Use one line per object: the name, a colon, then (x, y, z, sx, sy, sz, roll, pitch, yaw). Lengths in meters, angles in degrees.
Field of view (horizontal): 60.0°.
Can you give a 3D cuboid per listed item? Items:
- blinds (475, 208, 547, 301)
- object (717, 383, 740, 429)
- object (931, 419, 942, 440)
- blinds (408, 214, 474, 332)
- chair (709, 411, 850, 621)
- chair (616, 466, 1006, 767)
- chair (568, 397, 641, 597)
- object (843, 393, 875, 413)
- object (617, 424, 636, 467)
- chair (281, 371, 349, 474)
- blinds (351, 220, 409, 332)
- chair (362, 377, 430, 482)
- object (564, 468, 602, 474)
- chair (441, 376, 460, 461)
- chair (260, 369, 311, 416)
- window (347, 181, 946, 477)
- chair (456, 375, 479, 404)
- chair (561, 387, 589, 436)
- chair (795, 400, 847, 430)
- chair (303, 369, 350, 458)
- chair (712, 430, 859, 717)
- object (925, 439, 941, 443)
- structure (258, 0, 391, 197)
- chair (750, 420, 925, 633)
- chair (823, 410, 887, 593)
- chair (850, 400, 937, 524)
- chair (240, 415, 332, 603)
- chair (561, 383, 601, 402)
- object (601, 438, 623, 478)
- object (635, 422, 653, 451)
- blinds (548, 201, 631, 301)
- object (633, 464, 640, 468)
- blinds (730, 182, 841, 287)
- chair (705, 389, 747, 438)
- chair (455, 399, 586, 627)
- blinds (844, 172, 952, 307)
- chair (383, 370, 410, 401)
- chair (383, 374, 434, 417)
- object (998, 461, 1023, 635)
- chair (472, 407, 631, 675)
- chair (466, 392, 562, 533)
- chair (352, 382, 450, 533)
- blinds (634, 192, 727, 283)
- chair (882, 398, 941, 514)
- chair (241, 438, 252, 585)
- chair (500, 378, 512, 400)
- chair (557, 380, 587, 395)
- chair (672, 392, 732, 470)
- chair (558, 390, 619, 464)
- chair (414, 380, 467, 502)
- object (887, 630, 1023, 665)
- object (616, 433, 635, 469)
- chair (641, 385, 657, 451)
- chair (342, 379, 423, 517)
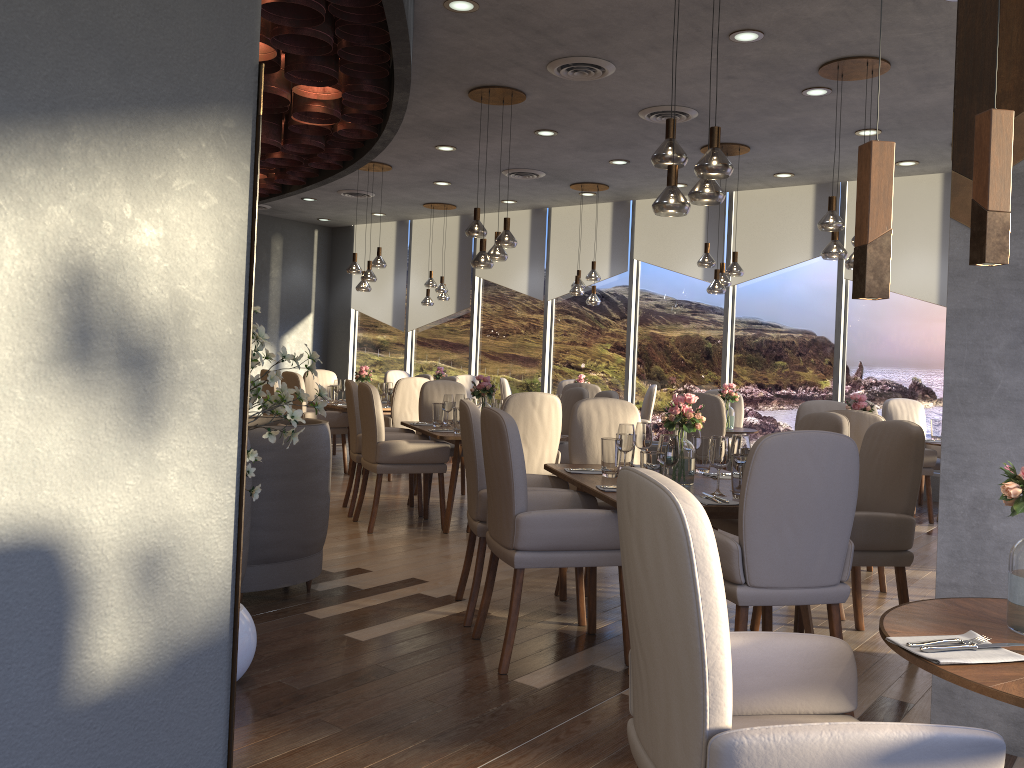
blinds: (-0.001, -2.443, 11.909, 1.174, 2.681, 0.007, 2, 0, 38)
object: (1.940, 0.197, 7.969, 0.210, 0.416, 0.198, 2, 0, 10)
object: (3.686, 0.397, 7.695, 0.102, 0.178, 0.102, 2, 0, -35)
blinds: (-1.008, -2.069, 12.669, 1.174, 2.681, 0.007, 2, 0, 38)
chair: (1.330, 0.631, 4.453, 0.599, 1.000, 0.528, 2, 0, -14)
chair: (0.492, 0.665, 1.659, 0.599, 1.000, 0.528, 2, 0, -9)
chair: (0.560, 0.588, 4.857, 0.528, 1.000, 0.600, 2, 0, -9)
object: (2.258, 0.266, 5.781, 0.210, 0.416, 0.198, 2, 0, -5)
object: (0.541, 0.313, 4.222, 0.092, 0.244, 0.092, 2, 0, 33)
chair: (-1.976, 0.379, 8.795, 0.599, 1.000, 0.528, 2, 0, -40)
blinds: (-1.997, -2.130, 13.433, 1.174, 2.681, 0.007, 2, 0, 38)
chair: (-1.117, 0.418, 8.724, 0.528, 1.000, 0.600, 2, 0, -39)
object: (0.386, 0.418, 4.293, 0.255, 0.019, 0.157, 2, 1, -9)
chair: (-0.906, 0.406, 9.558, 0.599, 1.000, 0.528, 2, 0, -33)
chair: (-2.322, 0.353, 9.247, 0.599, 1.000, 0.528, 2, 0, -33)
window: (2.484, -0.719, 6.442, 8.058, 3.199, 16.127, 2, 1, -7)
chair: (-0.752, 0.371, 11.221, 0.528, 1.000, 0.600, 2, 0, -38)
chair: (0.281, 0.517, 7.167, 0.599, 1.000, 0.528, 2, 0, -21)
chair: (2.243, 0.623, 6.311, 0.528, 1.000, 0.599, 2, 0, 14)
chair: (-2.109, 0.342, 10.068, 0.528, 1.000, 0.600, 2, 0, -33)
chair: (0.916, 0.644, 3.241, 0.528, 1.000, 0.600, 2, 0, -14)
object: (3.541, 0.477, 7.463, 0.255, 0.019, 0.157, 2, 1, -6)
structure: (-2.513, -2.162, 6.859, 2.753, 0.557, 9.459, 2, 2, -23)
chair: (1.439, 0.650, 3.898, 0.599, 1.000, 0.528, 2, 0, -9)
chair: (1.932, 0.638, 5.192, 0.528, 1.000, 0.599, 2, 0, 15)
chair: (3.175, 0.634, 7.479, 0.599, 1.000, 0.528, 2, 0, -6)
chair: (-1.225, 0.601, 4.475, 0.595, 0.837, 0.775, 2, 0, -33)
chair: (0.705, 0.481, 9.354, 0.528, 1.000, 0.600, 2, 0, 1)
object: (0.463, 0.345, 4.144, 0.102, 0.178, 0.102, 2, 0, 27)
object: (0.649, 0.314, 4.390, 0.092, 0.244, 0.092, 2, 0, 40)
blinds: (0.986, -2.381, 11.147, 1.174, 2.681, 0.007, 2, 0, 38)
object: (0.719, 0.426, 4.538, 0.157, 0.019, 0.255, 2, 1, -8)
blinds: (2.978, -2.402, 9.614, 1.174, 2.681, 0.007, 2, 0, 38)
chair: (1.993, 0.556, 8.567, 0.528, 1.000, 0.599, 2, 0, 18)
chair: (0.031, 0.582, 4.195, 0.599, 1.000, 0.528, 2, 0, -9)
blinds: (3.953, -2.044, 8.850, 1.174, 2.681, 0.007, 2, 0, 38)
chair: (-1.458, 0.317, 12.143, 0.528, 1.000, 0.600, 2, 0, -39)
chair: (-1.232, 0.381, 10.021, 0.599, 1.000, 0.528, 2, 0, -38)
object: (1.125, 0.316, 1.849, 0.210, 0.416, 0.198, 2, 0, 15)
chair: (0.161, 0.601, 3.640, 0.599, 1.000, 0.528, 2, 0, -16)
chair: (0.022, 0.538, 5.898, 0.528, 1.000, 0.600, 2, 0, -22)
chair: (-0.787, 0.496, 6.211, 0.599, 1.000, 0.528, 2, 0, -24)
blinds: (1.979, -2.464, 10.386, 1.174, 2.681, 0.007, 2, 0, 38)
chair: (3.688, 0.641, 8.069, 0.528, 1.000, 0.600, 2, 0, -9)
chair: (-1.395, 0.616, 3.561, 0.774, 0.837, 0.596, 2, 0, -43)
chair: (0.142, 0.440, 10.012, 0.600, 1.000, 0.528, 2, 0, 3)
chair: (0.740, 0.453, 10.514, 0.528, 1.000, 0.600, 2, 0, 0)
chair: (1.598, 0.566, 7.476, 0.528, 1.000, 0.599, 2, 0, 19)
chair: (0.458, 0.539, 6.630, 0.599, 1.000, 0.528, 2, 0, -16)
chair: (-0.544, 0.474, 7.468, 0.528, 1.000, 0.600, 2, 0, -16)
object: (0.880, 0.507, 1.721, 0.255, 0.019, 0.157, 2, 1, -14)
object: (0.571, 0.341, 4.468, 0.102, 0.178, 0.102, 2, 0, 19)
chair: (1.297, 0.492, 9.907, 0.600, 1.000, 0.528, 2, 0, 4)
chair: (-0.986, 0.474, 6.744, 0.599, 1.000, 0.528, 2, 0, -16)
